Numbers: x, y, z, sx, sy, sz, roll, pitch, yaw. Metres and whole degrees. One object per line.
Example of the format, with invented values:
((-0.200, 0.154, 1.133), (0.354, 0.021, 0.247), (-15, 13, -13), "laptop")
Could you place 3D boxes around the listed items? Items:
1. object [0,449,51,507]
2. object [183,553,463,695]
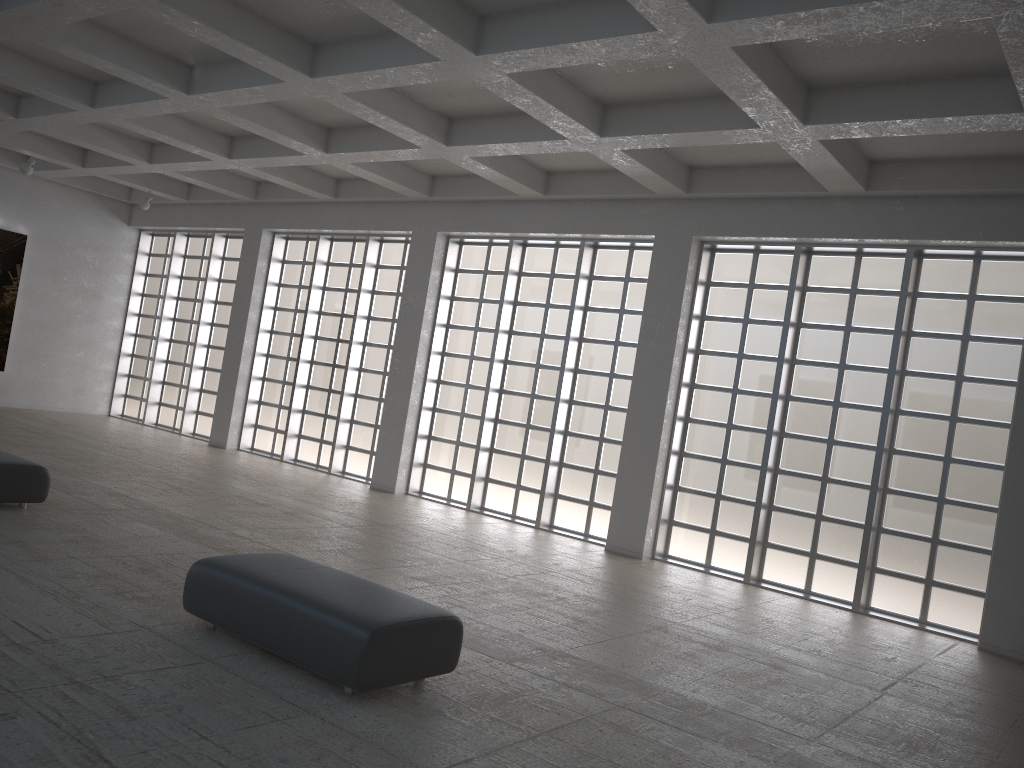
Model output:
((-9.743, 1.541, 15.809), (3.044, 0.828, 1.616), (8, -1, 37), "object")
((-2.197, 2.640, 10.110), (3.044, 0.828, 1.616), (8, -1, 37), "object")
